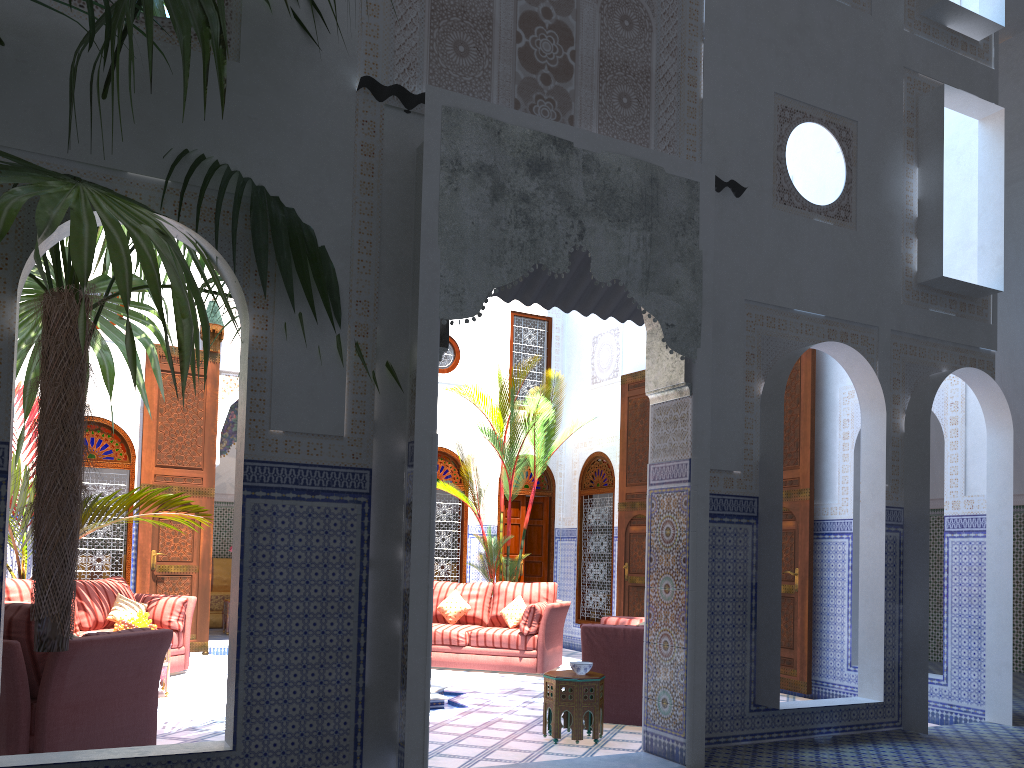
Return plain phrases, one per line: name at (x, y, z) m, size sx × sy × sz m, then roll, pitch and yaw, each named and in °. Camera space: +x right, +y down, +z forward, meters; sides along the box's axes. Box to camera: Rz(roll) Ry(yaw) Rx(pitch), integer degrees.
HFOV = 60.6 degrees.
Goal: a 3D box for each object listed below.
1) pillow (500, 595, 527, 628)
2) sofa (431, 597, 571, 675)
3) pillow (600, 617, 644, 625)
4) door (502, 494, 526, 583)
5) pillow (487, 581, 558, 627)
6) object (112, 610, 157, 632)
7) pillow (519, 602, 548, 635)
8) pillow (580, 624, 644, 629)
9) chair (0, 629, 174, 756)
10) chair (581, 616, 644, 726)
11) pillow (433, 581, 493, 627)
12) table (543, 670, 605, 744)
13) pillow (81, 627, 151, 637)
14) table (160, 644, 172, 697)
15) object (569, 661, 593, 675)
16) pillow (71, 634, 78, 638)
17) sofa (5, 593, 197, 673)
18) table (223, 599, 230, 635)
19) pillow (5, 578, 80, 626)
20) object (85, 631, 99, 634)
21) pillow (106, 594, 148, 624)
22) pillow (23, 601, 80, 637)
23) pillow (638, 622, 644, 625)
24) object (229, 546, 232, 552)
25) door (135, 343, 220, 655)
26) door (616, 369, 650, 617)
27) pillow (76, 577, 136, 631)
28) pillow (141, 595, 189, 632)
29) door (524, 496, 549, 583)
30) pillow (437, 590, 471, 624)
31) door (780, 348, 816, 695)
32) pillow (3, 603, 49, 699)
pillow at (0.025, 1.811, 6.975) m, size 0.148 × 0.256 × 0.282 m, roll 4°, pitch -7°, yaw -28°
sofa at (-0.239, 2.017, 7.122) m, size 1.361 × 0.536 × 0.744 m, roll -2°, pitch -9°, yaw 18°
pillow at (0.699, 1.516, 5.194) m, size 0.379 × 0.251 × 0.190 m, roll -1°, pitch -6°, yaw 19°
door at (-0.013, 1.816, 8.616) m, size 0.287 × 1.452 × 0.124 m, roll 3°, pitch -3°, yaw -27°
pillow at (0.087, 1.820, 7.185) m, size 0.559 × 0.399 × 0.309 m, roll -1°, pitch -6°, yaw 14°
object at (-2.328, 1.516, 5.410) m, size 0.218 × 0.237 × 0.309 m, roll -4°, pitch -10°, yaw 43°
pillow at (0.185, 1.816, 6.799) m, size 0.187 × 0.240 × 0.402 m, roll 0°, pitch -9°, yaw 19°
pillow at (0.567, 1.423, 4.762) m, size 0.396 × 0.241 × 0.190 m, roll -1°, pitch -6°, yaw 19°
chair at (-1.932, 1.254, 3.497) m, size 0.812 × 0.537 × 0.738 m, roll -1°, pitch -9°, yaw 18°
chair at (0.811, 1.609, 4.915) m, size 0.726 × 0.536 × 0.825 m, roll -1°, pitch -9°, yaw 18°
pillow at (-0.445, 1.847, 7.356) m, size 0.581 × 0.376 × 0.305 m, roll -1°, pitch -6°, yaw 18°
table at (0.304, 1.594, 4.326) m, size 0.290 × 0.321 × 0.292 m, roll 5°, pitch -7°, yaw -27°
pillow at (-1.655, 1.141, 3.618) m, size 0.187 × 0.250 × 0.386 m, roll 0°, pitch -9°, yaw 19°
table at (-2.342, 1.706, 5.251) m, size 0.540 × 0.320 × 0.544 m, roll 6°, pitch -10°, yaw -27°
object at (0.341, 1.403, 4.321) m, size 0.118 × 0.056 × 0.120 m, roll 4°, pitch -10°, yaw -14°
pillow at (-1.854, 1.096, 3.581) m, size 0.167 × 0.231 × 0.264 m, roll -3°, pitch -8°, yaw 40°
sofa at (-2.840, 1.695, 5.845) m, size 0.732 × 0.535 × 1.384 m, roll -1°, pitch -10°, yaw 18°
table at (-2.493, 2.244, 8.443) m, size 0.540 × 0.320 × 0.544 m, roll 6°, pitch -10°, yaw -27°
pillow at (-3.063, 1.441, 5.643) m, size 0.291 × 0.387 × 0.591 m, roll 0°, pitch -9°, yaw 18°
object at (-2.467, 1.499, 5.187) m, size 0.118 × 0.056 × 0.120 m, roll 0°, pitch -10°, yaw 10°
pillow at (-2.687, 1.586, 6.122) m, size 0.267 × 0.234 × 0.147 m, roll 5°, pitch -6°, yaw -25°
pillow at (-2.807, 1.446, 5.318) m, size 0.379 × 0.251 × 0.190 m, roll -1°, pitch -6°, yaw 19°
pillow at (0.738, 1.446, 4.995) m, size 0.262 × 0.231 × 0.168 m, roll -5°, pitch -8°, yaw 40°
object at (-2.489, 1.773, 8.420) m, size 0.447 × 0.592 × 0.338 m, roll 2°, pitch -5°, yaw -1°
door at (-2.716, 0.953, 7.122) m, size 0.585 × 2.497 × 0.124 m, roll 3°, pitch -3°, yaw -32°
door at (1.109, 1.129, 7.493) m, size 0.124 × 2.497 × 0.585 m, roll 3°, pitch -3°, yaw -32°
pillow at (-2.896, 1.550, 6.180) m, size 0.320 × 0.370 × 0.570 m, roll 0°, pitch -9°, yaw 18°
pillow at (-2.507, 1.639, 6.270) m, size 0.396 × 0.241 × 0.190 m, roll -1°, pitch -6°, yaw 19°
door at (0.214, 1.862, 8.815) m, size 0.286 × 1.452 × 0.024 m, roll 1°, pitch -2°, yaw 3°
pillow at (-0.479, 1.822, 7.165) m, size 0.301 × 0.275 × 0.132 m, roll -2°, pitch -5°, yaw 28°
door at (1.863, 0.860, 6.029) m, size 0.124 × 2.497 × 0.586 m, roll 2°, pitch -3°, yaw -22°
pillow at (-1.975, 1.017, 3.366) m, size 0.581 × 0.376 × 0.305 m, roll -1°, pitch -6°, yaw 18°
